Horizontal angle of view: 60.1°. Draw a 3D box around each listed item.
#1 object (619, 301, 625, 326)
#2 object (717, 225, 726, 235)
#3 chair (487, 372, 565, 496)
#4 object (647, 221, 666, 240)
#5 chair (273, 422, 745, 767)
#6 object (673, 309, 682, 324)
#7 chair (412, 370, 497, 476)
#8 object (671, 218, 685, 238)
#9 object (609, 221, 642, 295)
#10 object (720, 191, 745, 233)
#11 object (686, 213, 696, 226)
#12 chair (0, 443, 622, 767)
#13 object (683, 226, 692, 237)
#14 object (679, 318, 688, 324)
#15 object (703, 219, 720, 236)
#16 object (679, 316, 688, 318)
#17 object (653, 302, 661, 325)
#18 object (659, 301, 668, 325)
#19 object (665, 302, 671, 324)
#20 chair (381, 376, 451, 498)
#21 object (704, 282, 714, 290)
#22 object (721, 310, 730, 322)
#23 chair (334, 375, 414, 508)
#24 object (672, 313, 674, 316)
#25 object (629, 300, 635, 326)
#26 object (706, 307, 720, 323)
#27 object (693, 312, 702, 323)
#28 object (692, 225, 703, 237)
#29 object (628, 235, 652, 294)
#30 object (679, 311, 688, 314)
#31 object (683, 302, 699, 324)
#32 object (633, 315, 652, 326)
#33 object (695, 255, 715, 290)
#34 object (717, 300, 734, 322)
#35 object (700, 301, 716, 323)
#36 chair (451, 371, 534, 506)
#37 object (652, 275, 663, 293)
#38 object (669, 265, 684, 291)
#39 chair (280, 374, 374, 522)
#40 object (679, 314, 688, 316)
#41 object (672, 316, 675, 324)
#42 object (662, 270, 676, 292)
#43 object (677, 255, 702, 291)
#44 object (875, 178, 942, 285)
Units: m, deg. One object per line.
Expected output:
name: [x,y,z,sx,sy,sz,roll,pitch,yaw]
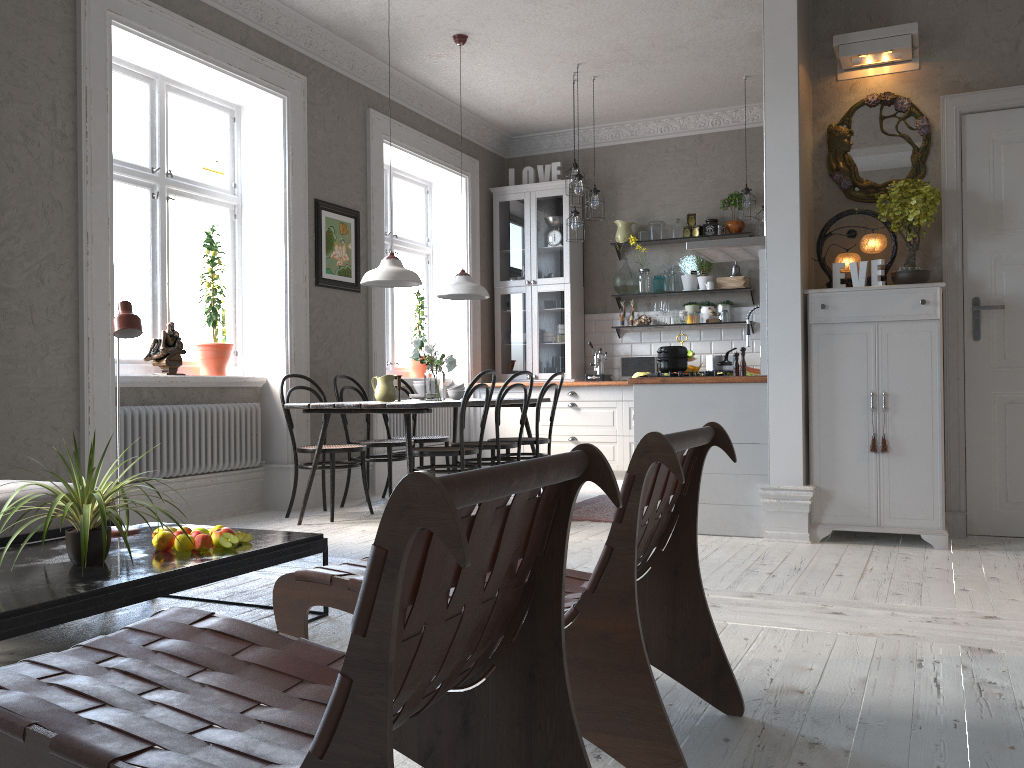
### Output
object: [1.051,-0.670,8.424,0.053,0.264,0.061,-1,0,-4]
object: [1.883,-1.380,7.952,0.092,0.096,0.076,-1,0,25]
chair: [0.096,0.378,6.216,0.541,0.920,0.444,-1,0,22]
object: [1.350,-1.416,8.255,0.175,0.184,0.169,-1,0,-26]
chair: [-0.004,0.459,2.132,1.000,0.721,0.516,-1,0,24]
object: [1.522,-0.617,8.146,0.079,0.139,0.078,-1,0,-2]
chair: [-0.365,0.379,5.289,0.541,0.920,0.444,-1,0,22]
object: [1.552,-1.436,8.270,0.141,0.220,0.138,-1,0,-16]
object: [1.049,-1.177,8.334,0.336,0.674,0.336,-1,0,-7]
object: [2.013,-1.532,7.951,0.246,0.397,0.255,0,0,-41]
object: [1.640,-1.497,8.104,0.082,0.113,0.083,-1,0,5]
chair: [-0.381,0.459,1.347,1.000,0.721,0.516,-1,0,24]
object: [1.617,-1.385,8.129,0.081,0.113,0.084,-1,0,25]
object: [1.565,-0.574,8.078,0.076,0.051,0.078,-1,0,18]
object: [1.826,-1.418,8.087,0.140,0.174,0.144,-1,0,25]
object: [1.565,-0.591,8.078,0.076,0.051,0.078,-1,0,18]
object: [1.361,-0.653,8.285,0.081,0.217,0.082,-1,0,11]
object: [1.400,-0.654,8.164,0.081,0.217,0.082,-1,0,11]
object: [1.437,-0.654,8.247,0.081,0.217,0.082,-1,0,11]
chair: [-0.724,0.389,6.626,0.538,0.920,0.447,-1,0,37]
object: [1.787,-0.884,7.986,0.064,0.071,0.104,0,0,-35]
object: [1.915,-0.608,7.954,0.077,0.108,0.079,-1,0,18]
chair: [-0.954,0.390,6.188,0.541,0.920,0.444,-1,0,22]
object: [1.528,-0.622,8.227,0.076,0.083,0.079,-1,0,43]
object: [1.139,-0.671,8.367,0.062,0.264,0.052,-1,0,-29]
object: [1.824,-0.623,8.015,0.119,0.147,0.100,-1,0,-8]
object: [1.692,-0.604,8.082,0.077,0.108,0.079,-1,0,18]
object: [1.694,-1.386,8.090,0.081,0.113,0.084,-1,0,35]
object: [1.187,-1.111,8.223,0.189,0.540,0.284,-1,0,17]
object: [1.564,-0.634,8.079,0.076,0.051,0.078,-1,0,11]
object: [1.652,-0.658,8.180,0.156,0.217,0.156,-1,0,5]
object: [1.222,-0.597,8.303,0.176,0.111,0.096,-1,0,2]
object: [1.754,-1.037,8.072,0.186,0.380,0.167,-1,0,-14]
object: [1.948,-0.657,8.066,0.156,0.213,0.155,-1,0,22]
object: [1.796,-0.656,8.125,0.150,0.214,0.170,0,0,-35]
chair: [-0.134,0.378,5.780,0.539,0.920,0.446,-1,0,32]
object: [1.379,-0.927,8.297,0.124,0.172,0.128,-1,0,28]
object: [1.537,-0.974,8.294,0.129,0.264,0.134,-1,0,30]
chair: [-1.196,0.390,5.677,0.539,0.920,0.446,-1,0,32]
object: [1.565,-0.609,8.079,0.075,0.051,0.079,-1,0,44]
object: [1.528,-0.589,8.227,0.076,0.083,0.079,-1,0,43]
object: [1.451,-0.945,8.165,0.127,0.206,0.122,0,0,-43]
object: [1.657,-1.023,8.173,0.239,0.354,0.239,-1,0,43]
object: [2.039,-0.767,4.511,0.347,0.553,0.291,0,0,-31]
